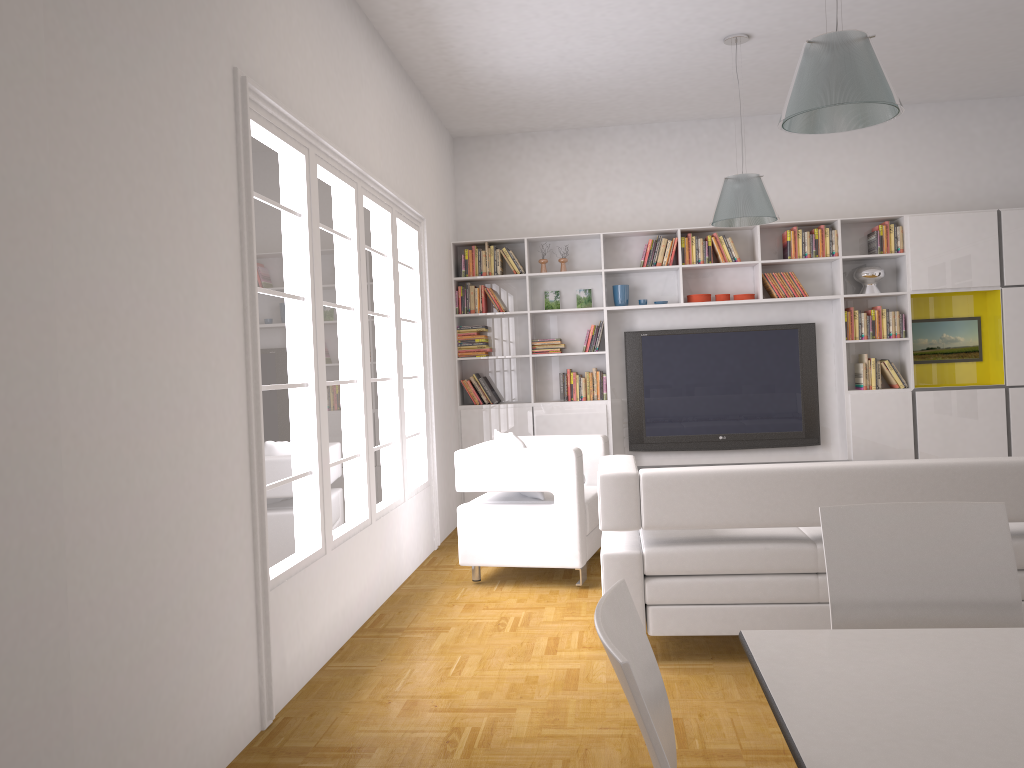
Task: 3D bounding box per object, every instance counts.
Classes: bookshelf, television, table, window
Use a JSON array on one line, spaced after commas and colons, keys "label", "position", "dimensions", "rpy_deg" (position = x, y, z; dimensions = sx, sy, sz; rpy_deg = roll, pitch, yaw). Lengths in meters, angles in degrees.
[{"label": "bookshelf", "position": [2.192, -0.140, 7.764], "dimensions": [5.364, 2.480, 0.389], "rpy_deg": [-2, 0, 7]}, {"label": "television", "position": [1.853, 0.041, 7.868], "dimensions": [1.660, 1.088, 0.082], "rpy_deg": [-2, 0, 7]}, {"label": "table", "position": [1.656, 0.882, 1.270], "dimensions": [2.410, 0.722, 1.211], "rpy_deg": [-2, 1, 7]}, {"label": "table", "position": [1.852, 0.905, 7.408], "dimensions": [1.973, 0.435, 0.437], "rpy_deg": [-2, 0, 7]}, {"label": "window", "position": [-0.876, 0.018, 5.046], "dimensions": [0.195, 2.528, 3.351], "rpy_deg": [-2, 1, 7]}]

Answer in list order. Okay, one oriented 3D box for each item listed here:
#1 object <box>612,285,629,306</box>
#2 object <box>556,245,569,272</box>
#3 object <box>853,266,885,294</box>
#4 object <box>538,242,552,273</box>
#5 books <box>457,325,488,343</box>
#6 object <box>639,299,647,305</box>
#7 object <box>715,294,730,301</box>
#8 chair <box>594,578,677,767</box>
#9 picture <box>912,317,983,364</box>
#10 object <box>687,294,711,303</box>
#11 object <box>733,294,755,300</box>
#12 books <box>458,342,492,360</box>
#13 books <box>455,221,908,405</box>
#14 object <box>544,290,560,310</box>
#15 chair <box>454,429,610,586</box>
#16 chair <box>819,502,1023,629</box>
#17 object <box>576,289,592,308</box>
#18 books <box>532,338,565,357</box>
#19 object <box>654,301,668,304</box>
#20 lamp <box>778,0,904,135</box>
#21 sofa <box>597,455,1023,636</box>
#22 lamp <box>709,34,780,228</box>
[{"label": "object", "position": [0.968, -0.777, 7.862], "dimensions": [0.147, 0.192, 0.147], "rpy_deg": [-3, 0, -4]}, {"label": "object", "position": [0.423, -1.118, 7.977], "dimensions": [0.179, 0.260, 0.119], "rpy_deg": [-2, 0, 27]}, {"label": "object", "position": [3.077, -0.883, 7.629], "dimensions": [0.256, 0.239, 0.257], "rpy_deg": [-2, 1, 14]}, {"label": "object", "position": [0.302, -1.122, 7.973], "dimensions": [0.120, 0.279, 0.179], "rpy_deg": [-2, 0, 12]}, {"label": "books", "position": [-0.355, -0.446, 8.033], "dimensions": [0.252, 0.153, 0.207], "rpy_deg": [-2, 1, 7]}, {"label": "object", "position": [1.159, -0.717, 7.841], "dimensions": [0.078, 0.056, 0.078], "rpy_deg": [-2, 1, 32]}, {"label": "object", "position": [1.848, -0.748, 7.774], "dimensions": [0.128, 0.073, 0.129], "rpy_deg": [-2, 1, 3]}, {"label": "chair", "position": [0.441, 0.831, 1.427], "dimensions": [0.575, 0.931, 0.561], "rpy_deg": [-2, 0, 7]}, {"label": "picture", "position": [3.752, -0.376, 7.689], "dimensions": [0.609, 0.388, 0.007], "rpy_deg": [-2, 0, 7]}, {"label": "object", "position": [1.645, -0.746, 7.797], "dimensions": [0.210, 0.073, 0.211], "rpy_deg": [-3, 1, -19]}, {"label": "object", "position": [2.025, -0.752, 7.735], "dimensions": [0.182, 0.054, 0.183], "rpy_deg": [-2, 1, 3]}, {"label": "books", "position": [-0.333, -0.298, 8.031], "dimensions": [0.284, 0.153, 0.207], "rpy_deg": [-2, 1, 7]}, {"label": "books", "position": [1.429, -0.608, 7.815], "dimensions": [3.862, 1.455, 0.235], "rpy_deg": [-2, 0, 7]}, {"label": "object", "position": [0.366, -0.755, 8.052], "dimensions": [0.144, 0.190, 0.052], "rpy_deg": [-2, 0, 7]}, {"label": "chair", "position": [0.185, 0.743, 5.890], "dimensions": [0.801, 0.911, 1.096], "rpy_deg": [-2, 1, 16]}, {"label": "chair", "position": [1.055, 0.792, 2.124], "dimensions": [0.561, 0.931, 0.575], "rpy_deg": [-2, 0, 7]}, {"label": "object", "position": [0.653, -0.766, 8.019], "dimensions": [0.144, 0.190, 0.052], "rpy_deg": [-2, 0, 7]}, {"label": "books", "position": [0.331, -0.325, 7.955], "dimensions": [0.284, 0.153, 0.207], "rpy_deg": [-2, 1, 7]}, {"label": "object", "position": [1.315, -0.711, 7.823], "dimensions": [0.124, 0.032, 0.123], "rpy_deg": [-3, 1, -8]}, {"label": "lamp", "position": [1.255, -1.660, 3.473], "dimensions": [0.464, 1.250, 0.464], "rpy_deg": [-2, 0, 6]}, {"label": "sofa", "position": [1.743, 0.751, 4.197], "dimensions": [2.622, 0.849, 0.822], "rpy_deg": [-2, 0, 7]}, {"label": "lamp", "position": [1.544, -1.719, 5.999], "dimensions": [0.464, 1.250, 0.464], "rpy_deg": [-2, 0, 6]}]
